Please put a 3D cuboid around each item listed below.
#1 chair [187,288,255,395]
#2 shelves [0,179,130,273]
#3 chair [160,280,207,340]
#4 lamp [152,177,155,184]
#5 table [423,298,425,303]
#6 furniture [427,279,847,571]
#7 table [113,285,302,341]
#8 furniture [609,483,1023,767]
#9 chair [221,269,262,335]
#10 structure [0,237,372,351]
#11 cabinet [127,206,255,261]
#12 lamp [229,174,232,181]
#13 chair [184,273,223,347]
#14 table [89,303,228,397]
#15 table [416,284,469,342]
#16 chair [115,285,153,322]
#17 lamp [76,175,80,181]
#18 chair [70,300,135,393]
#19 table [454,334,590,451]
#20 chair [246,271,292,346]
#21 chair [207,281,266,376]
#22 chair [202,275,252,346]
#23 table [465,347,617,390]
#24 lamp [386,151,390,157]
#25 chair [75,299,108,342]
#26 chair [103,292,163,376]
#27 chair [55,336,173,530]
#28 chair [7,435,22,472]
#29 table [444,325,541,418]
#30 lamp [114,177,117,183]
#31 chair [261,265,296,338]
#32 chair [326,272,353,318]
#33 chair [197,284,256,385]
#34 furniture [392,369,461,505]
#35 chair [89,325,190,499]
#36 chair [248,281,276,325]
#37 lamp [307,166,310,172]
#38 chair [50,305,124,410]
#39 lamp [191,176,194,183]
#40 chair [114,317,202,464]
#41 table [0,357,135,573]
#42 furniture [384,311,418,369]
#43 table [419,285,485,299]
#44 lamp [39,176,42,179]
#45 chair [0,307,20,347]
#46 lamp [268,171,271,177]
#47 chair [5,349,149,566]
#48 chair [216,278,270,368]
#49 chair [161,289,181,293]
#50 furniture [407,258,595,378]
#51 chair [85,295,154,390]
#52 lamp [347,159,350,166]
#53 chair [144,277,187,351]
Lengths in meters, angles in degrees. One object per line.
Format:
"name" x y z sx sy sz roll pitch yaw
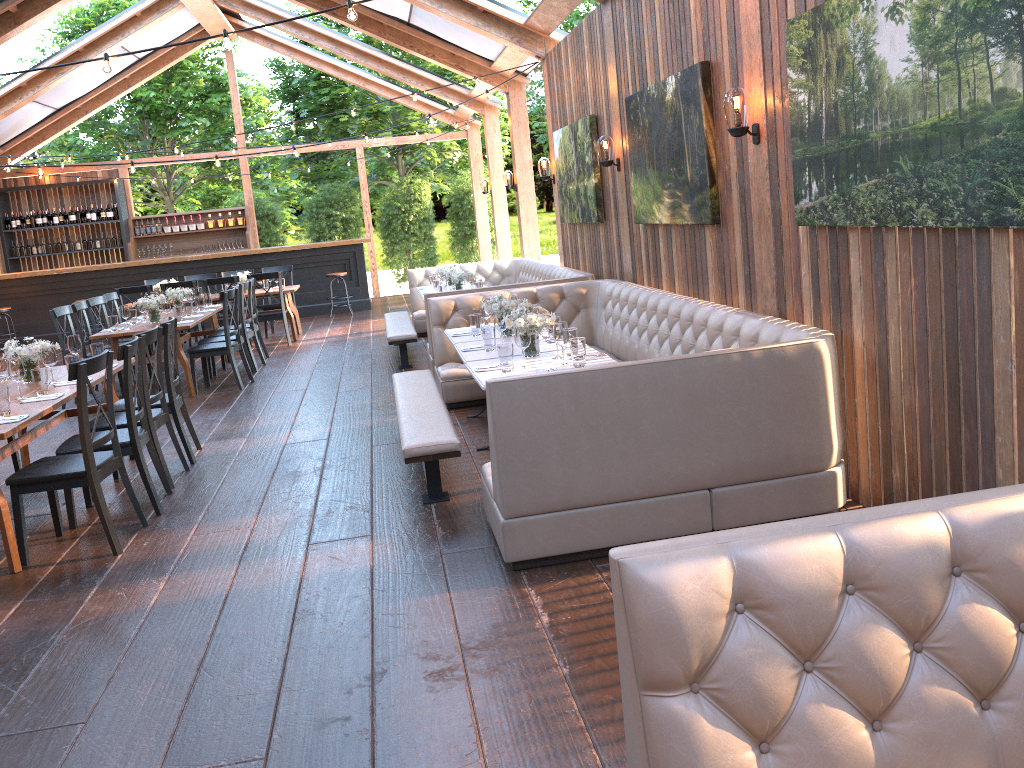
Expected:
"chair" -3.056 -0.456 9.168 0.539 1.011 0.482 -6 8 0
"shelves" -8.453 -2.414 16.982 2.205 2.804 0.506 -7 8 -8
"chair" -4.434 -0.893 12.017 0.478 1.011 0.543 -8 9 -13
"lamp" -6.709 -3.807 16.546 0.056 0.118 0.061 -7 8 -9
"table" -0.503 -0.604 9.542 0.799 0.666 0.806 -7 10 -9
"furniture" 0.449 -0.071 5.950 1.711 0.851 4.197 -7 11 -8
"table" -4.268 -0.896 12.686 2.433 0.723 0.959 -7 10 -8
"furniture" 1.393 1.028 0.015 1.711 0.851 4.197 -7 11 -8
"chair" -4.079 -1.192 13.334 0.478 1.011 0.543 -8 9 -13
"structure" -5.825 -1.602 15.580 6.808 1.264 0.864 -7 9 -8
"cabinet" -6.217 -2.334 17.353 2.277 2.075 0.498 -7 8 -8
"lamp" -5.199 -3.811 16.332 0.060 0.118 0.056 -11 10 -35
"chair" -4.631 -1.122 13.254 0.478 1.011 0.544 -7 9 -8
"table" -3.802 -0.385 9.913 0.951 0.723 2.454 -7 11 -8
"table" -0.758 -0.900 11.143 0.799 0.666 0.806 -7 10 -9
"chair" -4.985 -0.823 11.937 0.478 1.011 0.544 -7 9 -8
"lamp" -8.221 -3.889 16.749 0.056 0.118 0.058 0 10 36
"chair" -4.390 -0.398 9.531 0.540 1.011 0.481 -8 9 -13
"table" 0.075 0.069 5.909 0.799 0.666 0.806 -7 10 -8
"chair" -3.333 -1.033 12.177 0.478 1.011 0.543 -8 9 -13
"chair" -3.232 -0.658 10.261 0.539 1.011 0.482 -6 8 -3
"chair" -3.883 -0.963 12.097 0.478 1.011 0.544 -7 9 -8
"table" 0.202 0.217 5.108 0.799 0.666 0.806 -7 10 -9
"lamp" -2.213 -4.121 15.849 0.065 0.117 0.057 -6 8 -6
"chair" -7.026 -1.041 14.733 0.470 0.728 0.470 -10 10 -25
"chair" -4.565 -0.602 10.630 0.540 1.011 0.481 -7 8 -8
"chair" -2.402 0.264 5.265 0.540 1.011 0.481 -8 9 -13
"chair" -3.857 0.222 6.179 0.540 1.011 0.482 -6 8 -3
"table" -0.053 -0.079 6.710 0.799 0.666 0.806 -7 10 -9
"lamp" -7.464 -3.838 16.646 0.056 0.118 0.062 -6 8 -2
"chair" -3.529 -1.262 13.414 0.477 1.011 0.544 -6 8 -3
"chair" -2.992 -1.552 15.320 0.469 0.728 0.471 -9 9 -20
"chair" -3.173 -0.555 9.721 0.540 1.011 0.481 -7 8 -11
"furniture" -0.590 0.288 5.828 0.313 0.395 2.350 -7 11 -8
"chair" -2.513 0.165 5.812 0.540 1.011 0.481 -6 8 -5
"chair" -4.337 -1.382 15.124 0.467 0.728 0.473 -3 9 16
"lamp" -3.704 -3.913 16.110 0.056 0.120 0.057 2 11 43
"chair" -4.303 -0.296 8.981 0.540 1.011 0.481 -7 8 -8
"lamp" -5.951 -3.801 16.459 0.056 0.120 0.057 -2 9 24
"chair" -2.601 0.063 6.361 0.540 1.011 0.481 -8 9 -13
"table" -3.098 0.434 5.487 0.951 0.723 2.454 -7 11 -8
"furniture" -1.295 -0.533 10.262 0.313 0.395 2.350 -7 11 -8
"table" -0.631 -0.752 10.343 0.799 0.666 0.806 -7 10 -8
"lamp" -8.971 -3.957 16.825 0.056 0.117 0.067 -9 9 -22
"chair" -8.371 -0.870 14.538 0.468 0.728 0.472 -6 9 -1
"lamp" -4.449 -3.854 16.235 0.057 0.120 0.056 -12 11 -39
"chair" -2.350 0.370 4.711 0.540 1.011 0.482 -6 8 -3
"chair" -3.326 -0.759 10.810 0.540 1.011 0.481 -7 8 -8
"chair" -5.682 -1.211 14.929 0.470 0.728 0.469 -11 10 -32
"furniture" -0.259 -0.894 10.397 1.711 0.851 4.197 -7 11 -8
"chair" -4.477 -0.500 10.080 0.540 1.011 0.482 -6 8 -3
"lamp" -2.957 -4.001 16.001 0.057 0.119 0.056 -13 11 -42
"chair" -5.181 -1.052 13.174 0.478 1.011 0.543 -8 9 -13
